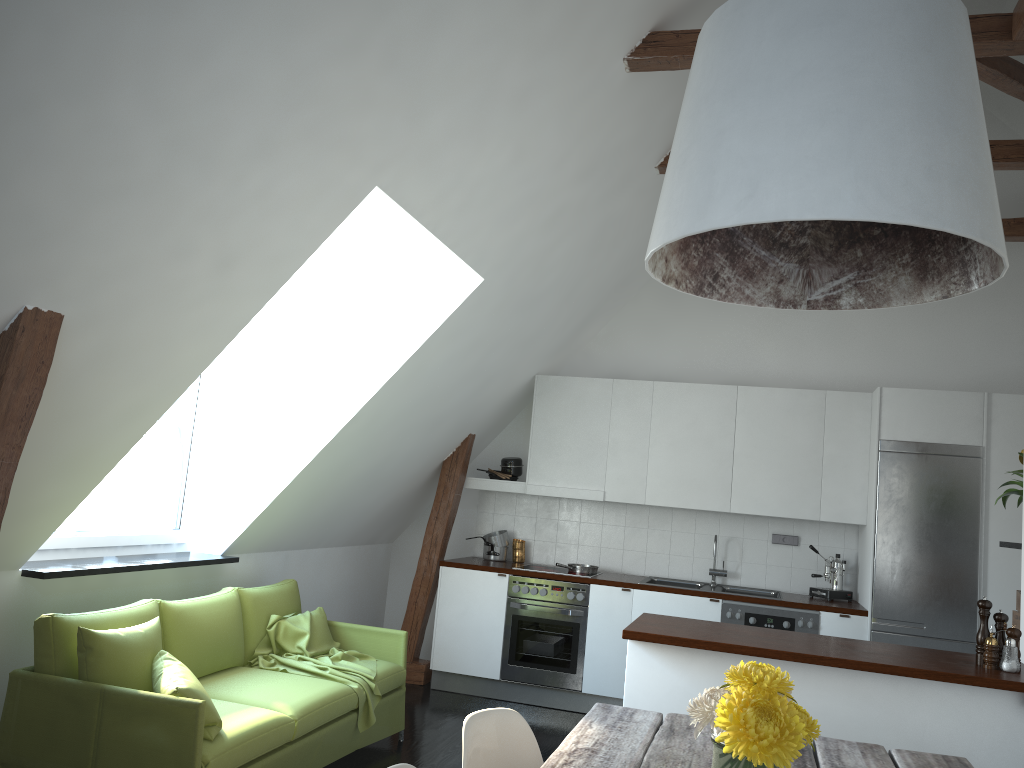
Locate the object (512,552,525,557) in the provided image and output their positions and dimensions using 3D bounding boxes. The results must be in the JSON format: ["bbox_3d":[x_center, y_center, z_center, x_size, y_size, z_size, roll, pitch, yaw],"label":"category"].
[{"bbox_3d":[0.051,1.344,6.965,0.099,0.051,0.099,5,-7,2],"label":"object"}]

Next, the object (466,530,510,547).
[{"bbox_3d":[-0.198,1.223,6.976,0.371,0.169,0.203,7,-7,-12],"label":"object"}]

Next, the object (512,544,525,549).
[{"bbox_3d":[0.051,1.283,6.971,0.100,0.036,0.100,8,-7,-17],"label":"object"}]

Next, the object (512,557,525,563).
[{"bbox_3d":[0.051,1.383,6.959,0.100,0.036,0.100,4,-7,12],"label":"object"}]

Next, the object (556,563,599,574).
[{"bbox_3d":[0.470,1.361,6.591,0.351,0.061,0.232,7,-7,-10],"label":"object"}]

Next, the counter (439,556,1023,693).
[{"bbox_3d":[0.874,1.286,5.244,3.365,0.038,3.085,3,-7,16],"label":"counter"}]

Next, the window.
[{"bbox_3d":[0.090,-1.549,0.724,5.959,4.249,8.018,3,-7,16],"label":"window"}]

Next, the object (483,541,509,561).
[{"bbox_3d":[-0.120,1.302,6.911,0.200,0.154,0.348,6,-7,-4],"label":"object"}]

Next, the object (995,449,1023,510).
[{"bbox_3d":[2.596,0.533,4.257,0.493,0.486,0.506,0,-9,35],"label":"object"}]

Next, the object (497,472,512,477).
[{"bbox_3d":[-0.069,0.708,6.954,0.065,0.031,0.335,9,-8,-26],"label":"object"}]

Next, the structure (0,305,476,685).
[{"bbox_3d":[-2.461,0.375,0.981,1.023,1.963,12.350,3,-7,16],"label":"structure"}]

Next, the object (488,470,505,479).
[{"bbox_3d":[-0.121,0.703,6.912,0.065,0.065,0.332,7,-7,-17],"label":"object"}]

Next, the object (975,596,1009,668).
[{"bbox_3d":[2.024,1.043,3.738,0.123,0.283,0.061,3,-7,16],"label":"object"}]

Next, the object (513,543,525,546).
[{"bbox_3d":[0.053,1.267,6.973,0.100,0.036,0.100,-2,-10,44],"label":"object"}]

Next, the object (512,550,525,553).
[{"bbox_3d":[0.051,1.324,6.970,0.099,0.043,0.100,5,-7,4],"label":"object"}]

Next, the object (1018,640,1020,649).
[{"bbox_3d":[2.531,1.234,4.108,0.329,0.101,0.287,2,-8,26],"label":"object"}]

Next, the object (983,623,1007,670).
[{"bbox_3d":[1.987,1.075,3.656,0.080,0.192,0.058,5,-7,0],"label":"object"}]

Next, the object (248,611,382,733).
[{"bbox_3d":[-0.983,1.527,4.805,0.722,0.493,0.711,4,-7,11],"label":"object"}]

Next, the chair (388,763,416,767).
[{"bbox_3d":[-0.071,1.280,1.873,0.542,0.801,0.465,3,-7,17],"label":"chair"}]

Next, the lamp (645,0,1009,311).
[{"bbox_3d":[0.781,-1.614,2.012,0.757,2.813,0.697,8,-8,-24],"label":"lamp"}]

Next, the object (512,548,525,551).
[{"bbox_3d":[0.052,1.302,6.973,0.099,0.057,0.101,2,-8,27],"label":"object"}]

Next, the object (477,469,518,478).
[{"bbox_3d":[-0.129,0.716,7.008,0.357,0.075,0.244,7,-7,-13],"label":"object"}]

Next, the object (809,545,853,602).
[{"bbox_3d":[2.220,1.329,6.248,0.353,0.370,0.206,9,-8,-27],"label":"object"}]

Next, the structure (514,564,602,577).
[{"bbox_3d":[0.343,1.394,6.535,0.574,0.041,0.504,3,-7,16],"label":"structure"}]

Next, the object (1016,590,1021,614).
[{"bbox_3d":[2.555,1.037,4.141,0.329,0.101,0.287,2,-8,26],"label":"object"}]

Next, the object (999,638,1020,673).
[{"bbox_3d":[2.021,1.100,3.598,0.069,0.135,0.069,6,-7,-9],"label":"object"}]

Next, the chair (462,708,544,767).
[{"bbox_3d":[0.085,1.363,2.423,0.542,0.801,0.465,-1,-9,42],"label":"chair"}]

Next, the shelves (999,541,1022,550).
[{"bbox_3d":[2.649,1.040,4.069,0.660,0.553,0.408,3,-7,16],"label":"shelves"}]

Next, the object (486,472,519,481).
[{"bbox_3d":[-0.071,0.730,6.950,0.243,0.056,0.350,5,-7,5],"label":"object"}]

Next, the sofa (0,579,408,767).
[{"bbox_3d":[-1.269,1.451,4.231,0.898,0.825,2.093,3,-7,15],"label":"sofa"}]

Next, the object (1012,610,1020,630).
[{"bbox_3d":[2.540,1.136,4.120,0.287,0.101,0.329,4,-7,11],"label":"object"}]

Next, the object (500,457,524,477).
[{"bbox_3d":[-0.004,0.656,7.008,0.190,0.166,0.200,8,-8,-21],"label":"object"}]

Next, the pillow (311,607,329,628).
[{"bbox_3d":[-1.147,1.422,4.996,0.210,0.275,0.462,4,-7,14],"label":"pillow"}]

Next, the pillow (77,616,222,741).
[{"bbox_3d":[-1.357,1.154,3.495,0.600,0.387,0.475,4,-7,13],"label":"pillow"}]

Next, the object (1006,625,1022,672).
[{"bbox_3d":[2.069,1.087,3.660,0.058,0.184,0.058,4,-7,12],"label":"object"}]

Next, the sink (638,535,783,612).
[{"bbox_3d":[1.429,1.340,6.319,0.963,0.519,0.671,3,-7,16],"label":"sink"}]

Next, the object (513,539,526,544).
[{"bbox_3d":[0.056,1.246,6.974,0.100,0.047,0.099,4,-7,12],"label":"object"}]

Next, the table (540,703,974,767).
[{"bbox_3d":[0.478,1.309,1.638,1.141,0.788,2.421,3,-7,16],"label":"table"}]

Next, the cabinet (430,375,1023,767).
[{"bbox_3d":[1.320,1.036,5.184,4.208,2.369,3.033,3,-7,16],"label":"cabinet"}]

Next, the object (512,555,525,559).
[{"bbox_3d":[0.051,1.361,6.962,0.100,0.048,0.099,1,-9,34],"label":"object"}]

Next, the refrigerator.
[{"bbox_3d":[2.597,1.300,5.576,0.609,1.868,0.031,3,-7,16],"label":"refrigerator"}]

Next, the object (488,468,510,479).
[{"bbox_3d":[-0.107,0.698,6.919,0.061,0.077,0.331,9,-8,-25],"label":"object"}]

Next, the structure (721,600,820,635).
[{"bbox_3d":[1.728,1.849,6.008,0.612,0.725,0.582,3,-7,16],"label":"structure"}]

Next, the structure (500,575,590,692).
[{"bbox_3d":[0.315,1.783,6.499,0.583,0.725,0.749,3,-7,16],"label":"structure"}]

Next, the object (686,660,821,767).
[{"bbox_3d":[0.480,0.745,1.775,0.233,0.365,0.293,7,-7,-13],"label":"object"}]
